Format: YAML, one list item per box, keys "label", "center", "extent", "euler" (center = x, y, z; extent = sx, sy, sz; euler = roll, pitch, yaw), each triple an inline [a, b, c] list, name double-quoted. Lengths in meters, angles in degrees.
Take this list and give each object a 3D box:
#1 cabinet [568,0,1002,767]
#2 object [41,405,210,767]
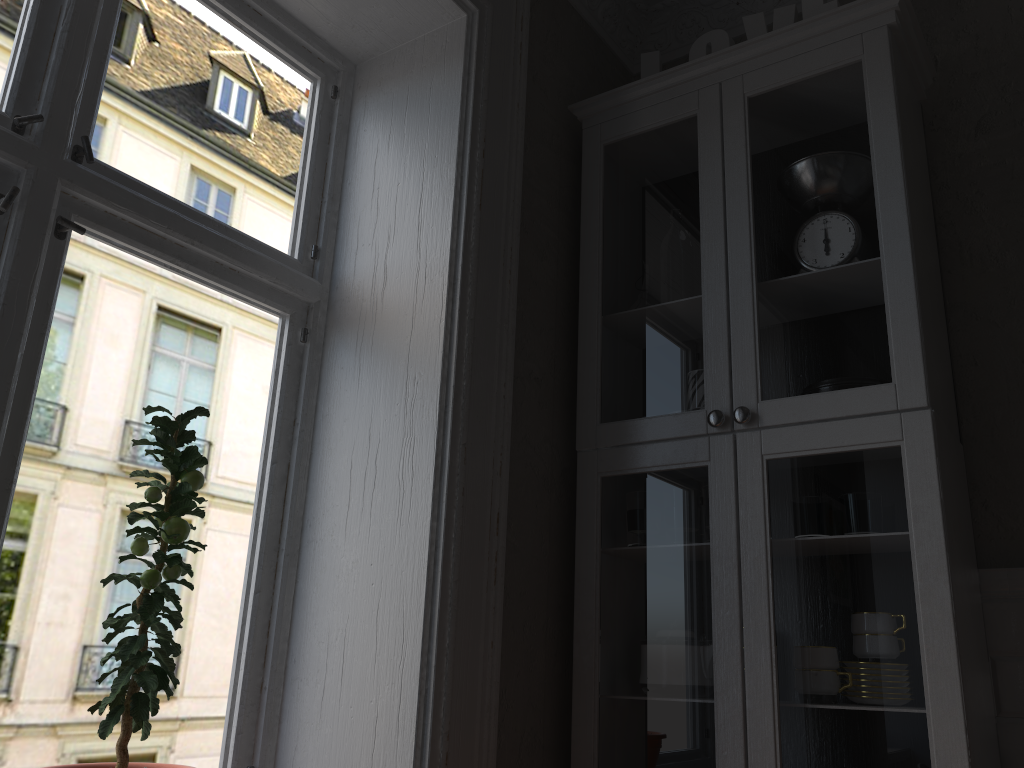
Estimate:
- label: "cabinet"
  center: [0.581, 0.141, 2.049]
  extent: [0.863, 1.922, 0.395]
  euler: [-10, -22, 33]
- label: "object"
  center: [-0.628, 0.425, 1.489]
  extent: [0.264, 0.813, 0.255]
  euler: [12, -20, -26]
